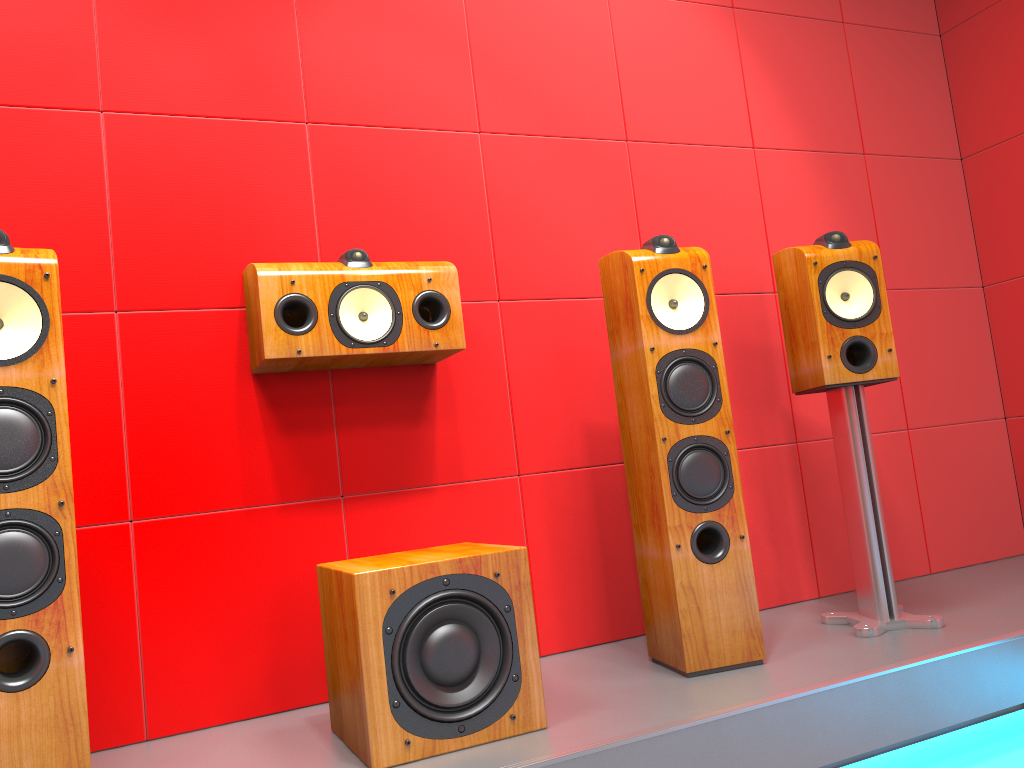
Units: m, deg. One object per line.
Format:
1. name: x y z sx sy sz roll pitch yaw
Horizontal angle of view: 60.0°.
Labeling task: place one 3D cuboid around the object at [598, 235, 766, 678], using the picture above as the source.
1. object: 0.413 0.159 2.210 0.203 1.052 0.238 -5 -6 -14

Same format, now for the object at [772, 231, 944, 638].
1. object: 0.921 0.117 2.415 0.231 1.058 0.265 -6 -6 -4

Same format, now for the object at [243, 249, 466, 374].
1. object: -0.399 -0.191 2.234 0.493 0.271 0.235 -4 -6 -24

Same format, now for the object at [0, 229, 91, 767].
1. object: -0.911 0.250 1.588 0.203 1.052 0.238 -3 -7 -34

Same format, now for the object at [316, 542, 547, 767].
1. object: -0.180 0.542 1.863 0.360 0.360 0.360 -4 -6 -24
